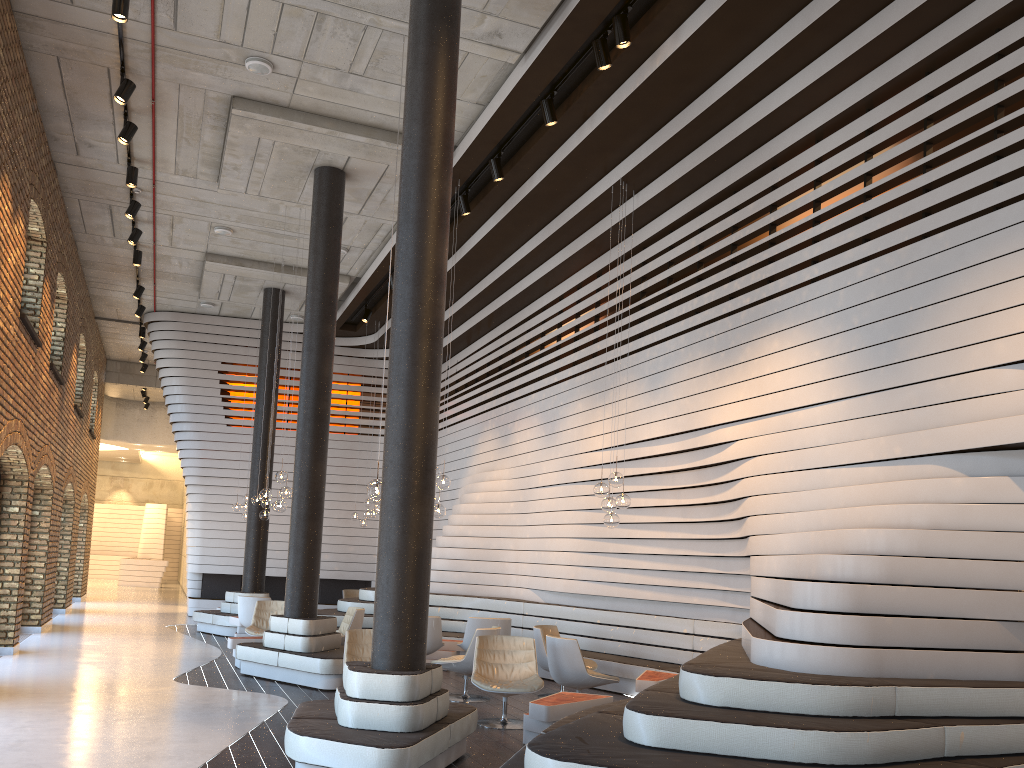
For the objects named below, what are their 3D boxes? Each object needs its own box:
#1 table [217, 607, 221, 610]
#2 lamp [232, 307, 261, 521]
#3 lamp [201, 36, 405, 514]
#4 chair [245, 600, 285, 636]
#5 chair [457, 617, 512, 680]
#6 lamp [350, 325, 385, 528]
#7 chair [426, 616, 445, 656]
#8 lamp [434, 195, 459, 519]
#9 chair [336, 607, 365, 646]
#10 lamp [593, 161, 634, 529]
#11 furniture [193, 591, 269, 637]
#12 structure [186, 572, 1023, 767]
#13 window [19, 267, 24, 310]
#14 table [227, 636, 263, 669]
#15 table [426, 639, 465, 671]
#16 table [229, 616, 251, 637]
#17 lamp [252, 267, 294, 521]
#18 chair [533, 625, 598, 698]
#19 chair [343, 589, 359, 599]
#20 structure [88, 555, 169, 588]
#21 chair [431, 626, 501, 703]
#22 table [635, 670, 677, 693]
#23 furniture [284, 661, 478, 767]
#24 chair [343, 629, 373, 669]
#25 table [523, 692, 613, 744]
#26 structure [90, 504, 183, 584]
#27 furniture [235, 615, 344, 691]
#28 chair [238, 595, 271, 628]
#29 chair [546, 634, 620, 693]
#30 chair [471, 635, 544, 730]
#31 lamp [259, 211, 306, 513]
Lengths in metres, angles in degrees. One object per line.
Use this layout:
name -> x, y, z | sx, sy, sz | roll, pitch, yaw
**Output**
table -> -5.026, 4.290, 16.190 | 0.909, 0.366, 0.418 | 13, -13, -43
lamp -> -4.964, 0.304, 16.848 | 0.276, 4.578, 0.547 | 0, -6, 27
lamp -> 2.369, -1.872, 3.253 | 9.029, 4.559, 42.534 | 7, -12, -21
chair -> -3.225, 3.316, 11.855 | 0.656, 0.757, 0.720 | 3, -8, -3
chair -> -0.343, 3.292, 11.045 | 0.656, 0.758, 0.720 | 5, -8, -14
lamp -> -2.704, 0.434, 16.957 | 0.545, 4.623, 0.296 | 2, -5, 4
chair -> -1.160, 3.208, 10.820 | 0.656, 0.757, 0.720 | 3, -8, -1
lamp -> -0.817, -0.765, 10.518 | 0.309, 4.689, 0.670 | 4, -5, -13
chair -> -2.277, 3.267, 11.381 | 0.710, 0.758, 0.666 | 5, -8, -18
lamp -> 1.119, -0.796, 9.476 | 0.335, 4.662, 0.534 | 0, -6, 30
furniture -> -4.735, 3.900, 15.040 | 1.275, 0.713, 1.797 | 7, -11, -25
structure -> -0.625, 3.417, 12.148 | 5.772, 0.916, 18.472 | 8, -12, -24
window -> -5.833, -1.360, 10.206 | 0.125, 1.434, 1.593 | 5, -9, -21
table -> -3.115, 3.355, 11.030 | 0.906, 0.366, 0.419 | 8, -10, -28
table -> -1.073, 3.591, 11.729 | 0.907, 0.366, 0.418 | 1, -9, 11
table -> -4.029, 3.897, 13.975 | 0.905, 0.366, 0.419 | 5, -9, -13
lamp -> -3.784, -0.109, 14.203 | 0.277, 4.578, 0.547 | 0, -6, 30
chair -> 0.575, 3.073, 9.727 | 0.713, 0.758, 0.662 | -1, -9, 23
chair -> -2.868, 4.287, 16.659 | 0.717, 0.758, 0.659 | -4, -11, 41
structure -> -13.761, 6.706, 31.769 | 2.560, 0.887, 7.576 | 12, -15, -42
chair -> -0.488, 2.953, 9.373 | 0.713, 0.758, 0.663 | 0, -8, 19
table -> 1.521, 3.175, 9.012 | 0.414, 0.366, 0.917 | 0, -11, 16
furniture -> -1.037, 2.310, 6.150 | 1.277, 0.713, 1.793 | 0, -11, 14
chair -> -1.225, 2.655, 8.053 | 0.656, 0.758, 0.720 | 6, -9, -20
table -> 0.411, 2.778, 7.280 | 0.417, 0.366, 0.910 | -5, -13, 40
structure -> -14.762, 6.095, 33.913 | 4.530, 2.832, 5.901 | 6, -11, -21
furniture -> -2.222, 3.071, 10.265 | 1.787, 0.714, 1.282 | -6, -13, 39
chair -> -3.791, 3.565, 13.248 | 0.658, 0.758, 0.718 | 0, -8, 16
chair -> 0.676, 2.876, 8.707 | 0.710, 0.758, 0.665 | 6, -8, -22
chair -> -0.051, 2.706, 8.027 | 0.656, 0.757, 0.720 | 3, -8, -5
lamp -> -2.951, -0.613, 11.746 | 0.545, 4.623, 0.296 | 7, -6, -36
